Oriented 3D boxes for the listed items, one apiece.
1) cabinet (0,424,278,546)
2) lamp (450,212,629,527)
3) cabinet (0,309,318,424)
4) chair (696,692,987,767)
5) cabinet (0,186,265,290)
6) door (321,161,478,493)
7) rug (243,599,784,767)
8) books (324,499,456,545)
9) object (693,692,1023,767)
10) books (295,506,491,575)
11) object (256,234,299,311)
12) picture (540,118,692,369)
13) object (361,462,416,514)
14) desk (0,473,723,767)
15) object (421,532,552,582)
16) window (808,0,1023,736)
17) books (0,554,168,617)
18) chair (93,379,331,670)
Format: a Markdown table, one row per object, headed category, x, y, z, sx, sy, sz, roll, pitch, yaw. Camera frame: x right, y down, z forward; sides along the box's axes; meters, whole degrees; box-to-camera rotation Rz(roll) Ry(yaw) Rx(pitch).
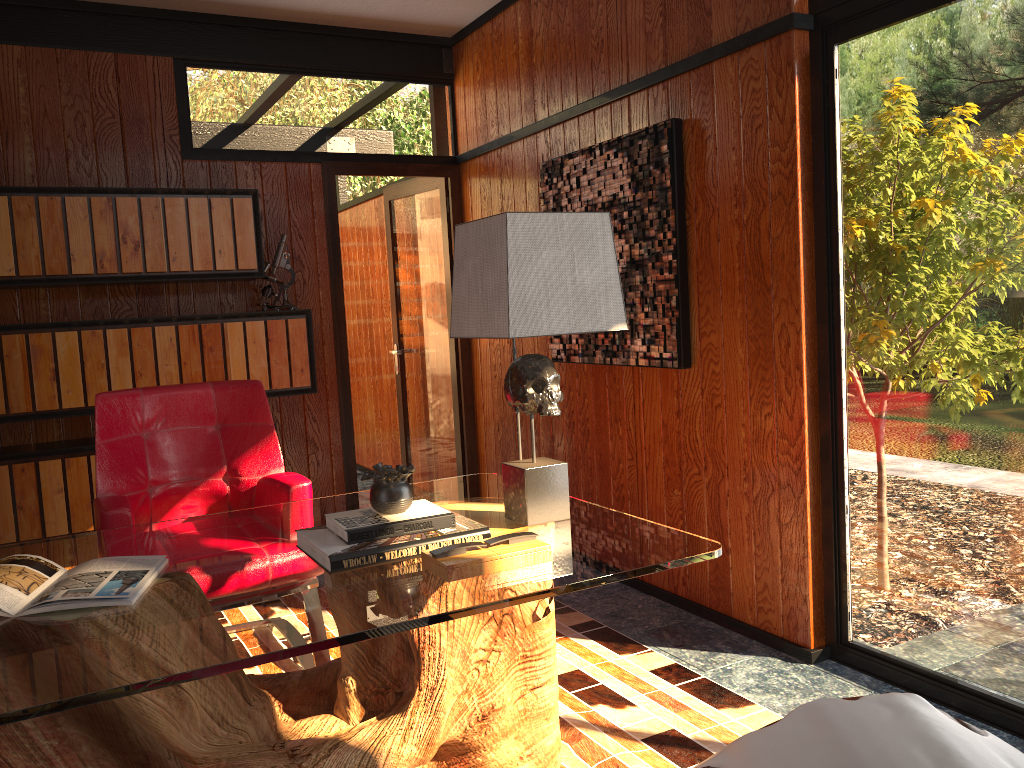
| category | x | y | z | sx | sy | sz | roll | pitch | yaw |
| --- | --- | --- | --- | --- | --- | --- | --- | --- | --- |
| cabinet | -1.853 | 0.446 | 3.786 | 1.653 | 0.390 | 0.321 | -6 | 6 | -28 |
| lamp | 0.064 | -0.029 | 2.142 | 0.316 | 0.732 | 0.316 | -6 | 6 | -28 |
| cabinet | -1.706 | -0.084 | 3.834 | 1.653 | 0.390 | 0.321 | -6 | 6 | -28 |
| chair | 0.723 | 0.587 | 1.077 | 1.298 | 0.886 | 0.593 | -3 | 5 | 0 |
| cabinet | -1.912 | -0.604 | 3.695 | 1.653 | 0.390 | 0.321 | -6 | 6 | -28 |
| door | -0.722 | -0.175 | 4.938 | 0.751 | 1.955 | 0.734 | -6 | 6 | -28 |
| rug | -0.671 | 0.976 | 2.505 | 2.439 | 0.042 | 2.410 | -6 | 6 | -28 |
| books | -0.282 | 0.313 | 2.032 | 0.249 | 0.029 | 0.198 | -6 | 5 | -26 |
| object | 0.598 | 0.731 | 1.063 | 0.897 | 0.489 | 0.713 | 0 | 6 | 30 |
| books | -0.275 | 0.349 | 2.018 | 0.366 | 0.040 | 0.286 | -6 | 6 | -28 |
| object | -1.093 | -0.514 | 4.089 | 0.181 | 0.354 | 0.142 | -2 | 5 | 9 |
| picture | 0.373 | -0.509 | 3.503 | 0.061 | 0.873 | 0.916 | -6 | 6 | -28 |
| object | -0.284 | 0.241 | 2.043 | 0.121 | 0.114 | 0.118 | -7 | 6 | -34 |
| desk | -0.623 | 0.711 | 1.952 | 1.900 | 0.632 | 1.150 | -6 | 6 | -28 |
| object | -0.054 | 0.347 | 1.833 | 0.238 | 0.049 | 0.135 | -6 | 6 | -28 |
| window | 1.486 | -0.363 | 1.735 | 0.085 | 2.580 | 2.260 | -6 | 6 | -28 |
| books | -0.955 | 0.401 | 1.805 | 0.422 | 0.049 | 0.300 | -4 | 5 | -9 |
| chair | -1.021 | 0.491 | 2.912 | 0.621 | 0.956 | 0.839 | -6 | 6 | -28 |
